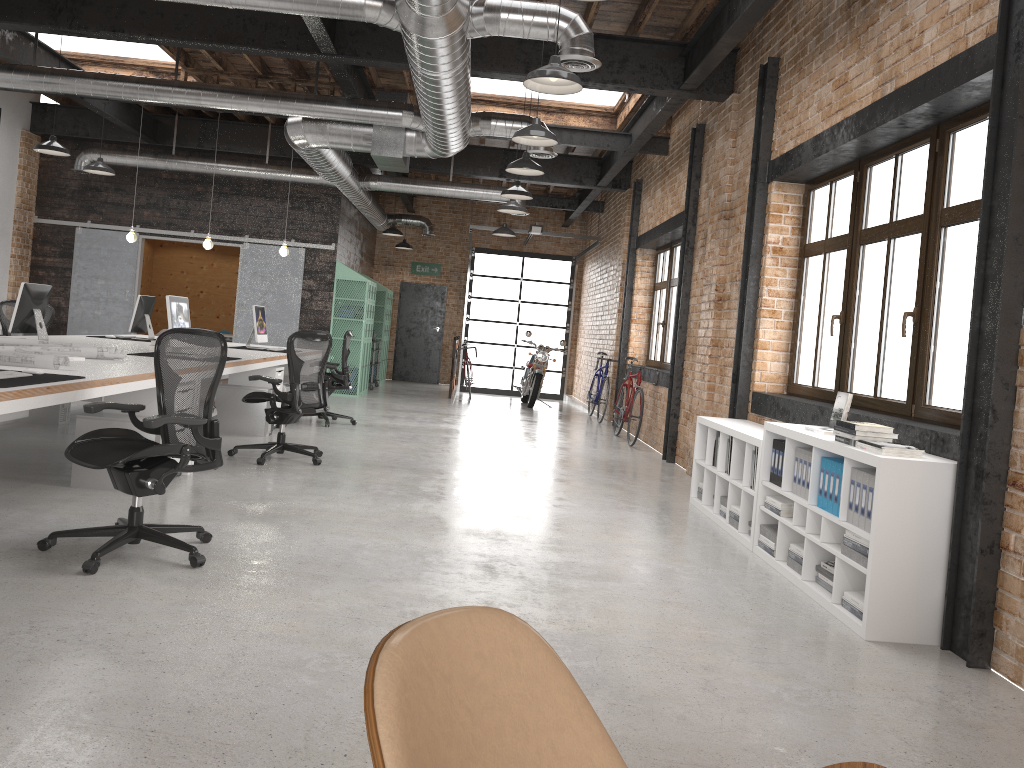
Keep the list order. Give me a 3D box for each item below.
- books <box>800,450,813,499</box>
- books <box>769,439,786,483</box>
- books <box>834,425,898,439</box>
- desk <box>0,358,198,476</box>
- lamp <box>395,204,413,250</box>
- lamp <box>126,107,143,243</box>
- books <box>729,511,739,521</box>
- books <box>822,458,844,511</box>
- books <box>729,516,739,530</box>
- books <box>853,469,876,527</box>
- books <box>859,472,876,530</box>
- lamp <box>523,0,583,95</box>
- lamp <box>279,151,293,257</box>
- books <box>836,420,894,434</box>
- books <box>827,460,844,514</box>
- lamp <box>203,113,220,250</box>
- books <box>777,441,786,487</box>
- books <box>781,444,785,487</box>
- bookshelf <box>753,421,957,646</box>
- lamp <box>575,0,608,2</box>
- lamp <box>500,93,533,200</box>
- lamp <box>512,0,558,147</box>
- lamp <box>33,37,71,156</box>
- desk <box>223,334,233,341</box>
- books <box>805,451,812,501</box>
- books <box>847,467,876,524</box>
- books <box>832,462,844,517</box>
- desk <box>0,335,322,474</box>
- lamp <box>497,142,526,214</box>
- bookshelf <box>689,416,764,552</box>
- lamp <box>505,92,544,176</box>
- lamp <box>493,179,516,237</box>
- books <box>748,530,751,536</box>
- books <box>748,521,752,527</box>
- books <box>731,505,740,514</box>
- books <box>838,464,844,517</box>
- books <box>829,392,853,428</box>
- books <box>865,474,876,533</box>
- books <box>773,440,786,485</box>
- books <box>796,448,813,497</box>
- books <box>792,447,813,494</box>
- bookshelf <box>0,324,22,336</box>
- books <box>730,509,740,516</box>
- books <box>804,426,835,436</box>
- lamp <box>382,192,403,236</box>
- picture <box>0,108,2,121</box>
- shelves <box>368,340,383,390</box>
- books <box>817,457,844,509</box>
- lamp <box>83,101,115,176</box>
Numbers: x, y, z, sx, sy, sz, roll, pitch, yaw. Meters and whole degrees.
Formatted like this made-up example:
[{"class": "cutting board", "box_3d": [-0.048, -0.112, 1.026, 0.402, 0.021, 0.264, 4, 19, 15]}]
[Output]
[{"class": "books", "box_3d": [1.709, 0.502, 4.834, 0.232, 0.261, 0.062, 5, 0, -3]}, {"class": "books", "box_3d": [1.681, 0.472, 5.322, 0.232, 0.261, 0.062, 5, 0, -3]}, {"class": "books", "box_3d": [1.743, 0.238, 4.369, 0.211, 0.023, 0.259, 5, 3, -3]}, {"class": "desk", "box_3d": [-3.286, 0.313, 3.675, 2.311, 0.769, 5.118, 5, 3, -3]}, {"class": "lamp", "box_3d": [-2.085, -3.357, 17.571, 0.361, 1.338, 0.362, 5, 1, -25]}, {"class": "lamp", "box_3d": [-4.555, -2.554, 10.760, 0.123, 1.678, 0.123, 5, 0, -5]}, {"class": "books", "box_3d": [1.576, 0.875, 5.847, 0.207, 0.067, 0.275, 5, 3, -3]}, {"class": "books", "box_3d": [1.710, 0.521, 4.501, 0.232, 0.261, 0.062, 5, 0, -3]}, {"class": "books", "box_3d": [1.578, 0.926, 5.855, 0.217, 0.072, 0.290, 5, 3, -3]}, {"class": "books", "box_3d": [1.727, 0.542, 4.137, 0.232, 0.261, 0.062, 5, 0, -3]}, {"class": "books", "box_3d": [1.729, 0.546, 4.072, 0.232, 0.261, 0.062, 5, 0, -3]}, {"class": "lamp", "box_3d": [0.283, -2.218, 5.331, 0.362, 0.856, 0.362, 5, 1, 15]}, {"class": "lamp", "box_3d": [-2.724, -2.396, 10.843, 0.123, 1.678, 0.123, 5, 0, -5]}, {"class": "books", "box_3d": [1.742, 0.211, 4.378, 0.190, 0.028, 0.240, 5, 3, -1]}, {"class": "books", "box_3d": [1.713, 0.524, 4.436, 0.232, 0.261, 0.062, 5, 0, -3]}, {"class": "lamp", "box_3d": [-3.640, -2.475, 10.802, 0.123, 1.678, 0.123, 5, 0, -5]}, {"class": "books", "box_3d": [1.686, 0.479, 5.194, 0.232, 0.261, 0.062, 5, 0, -3]}, {"class": "books", "box_3d": [1.689, 0.483, 5.130, 0.232, 0.261, 0.062, 5, 0, -3]}, {"class": "bookshelf", "box_3d": [1.734, 0.689, 4.631, 0.400, 0.799, 1.546, 5, 3, -3]}, {"class": "lamp", "box_3d": [0.375, -2.376, 3.769, 0.362, 1.362, 0.361, 5, 1, 15]}, {"class": "lamp", "box_3d": [0.110, -2.735, 9.749, 0.362, 1.362, 0.362, 5, 1, 5]}, {"class": "lamp", "box_3d": [0.237, -2.563, 6.879, 0.361, 1.362, 0.363, 5, 1, -30]}, {"class": "lamp", "box_3d": [-4.889, -3.166, 9.524, 0.362, 1.362, 0.362, 5, 1, 5]}, {"class": "desk", "box_3d": [-5.125, -0.518, 15.909, 1.998, 0.731, 0.999, 5, 2, -2]}, {"class": "books", "box_3d": [1.712, 0.506, 4.769, 0.232, 0.261, 0.062, 5, 0, -3]}, {"class": "books", "box_3d": [1.724, 0.539, 4.201, 0.232, 0.261, 0.062, 5, 0, -3]}, {"class": "books", "box_3d": [1.716, 0.528, 4.372, 0.232, 0.261, 0.062, 5, 0, -3]}, {"class": "desk", "box_3d": [-3.512, 0.005, 8.789, 2.311, 0.769, 5.118, 5, 3, -3]}, {"class": "lamp", "box_3d": [0.034, -2.555, 10.955, 0.362, 0.856, 0.362, 5, 1, 15]}, {"class": "bookshelf", "box_3d": [1.655, 0.653, 6.183, 0.400, 0.684, 1.546, 5, 3, -3]}, {"class": "lamp", "box_3d": [0.156, -2.390, 8.201, 0.362, 0.856, 0.361, 5, 1, 20]}, {"class": "lamp", "box_3d": [-0.084, -2.717, 13.638, 0.361, 0.856, 0.363, 5, 1, -25]}, {"class": "books", "box_3d": [1.611, 0.955, 5.546, 0.184, 0.049, 0.262, 5, 3, -2]}, {"class": "books", "box_3d": [1.632, 0.899, 5.545, 0.222, 0.055, 0.282, 5, 3, -2]}, {"class": "books", "box_3d": [1.583, 0.832, 5.835, 0.214, 0.051, 0.252, 5, 3, -3]}, {"class": "books", "box_3d": [1.719, 0.532, 4.307, 0.232, 0.261, 0.062, 5, 0, -3]}, {"class": "books", "box_3d": [1.943, 0.160, 5.236, 0.065, 0.224, 0.161, 5, 1, -3]}, {"class": "books", "box_3d": [1.732, 0.550, 4.008, 0.232, 0.261, 0.062, 5, 0, -3]}, {"class": "books", "box_3d": [1.684, 0.476, 5.259, 0.232, 0.261, 0.062, 5, 0, -3]}, {"class": "books", "box_3d": [1.706, 0.498, 4.898, 0.232, 0.261, 0.062, 5, 0, -3]}, {"class": "books", "box_3d": [1.703, 0.494, 4.962, 0.232, 0.261, 0.062, 5, 0, -3]}, {"class": "bookshelf", "box_3d": [-7.273, -0.468, 12.045, 0.400, 0.684, 1.546, 5, 3, -3]}, {"class": "books", "box_3d": [1.582, 0.850, 5.839, 0.219, 0.039, 0.260, 5, 3, -3]}, {"class": "books", "box_3d": [1.754, 0.264, 4.898, 0.174, 0.021, 0.273, 5, 3, -3]}, {"class": "lamp", "box_3d": [-1.976, -3.209, 15.103, 0.361, 1.338, 0.362, 5, 1, -25]}, {"class": "picture", "box_3d": [-7.204, -3.532, 12.193, 0.018, 0.661, 0.533, 5, 1, -3]}, {"class": "shelves", "box_3d": [-2.665, -0.361, 15.837, 0.567, 0.855, 0.986, 5, 2, -3]}, {"class": "books", "box_3d": [1.708, 0.517, 4.565, 0.232, 0.261, 0.062, 5, 0, -3]}, {"class": "lamp", "box_3d": [-4.965, -2.986, 10.729, 0.362, 0.856, 0.362, 5, 1, 15]}]
